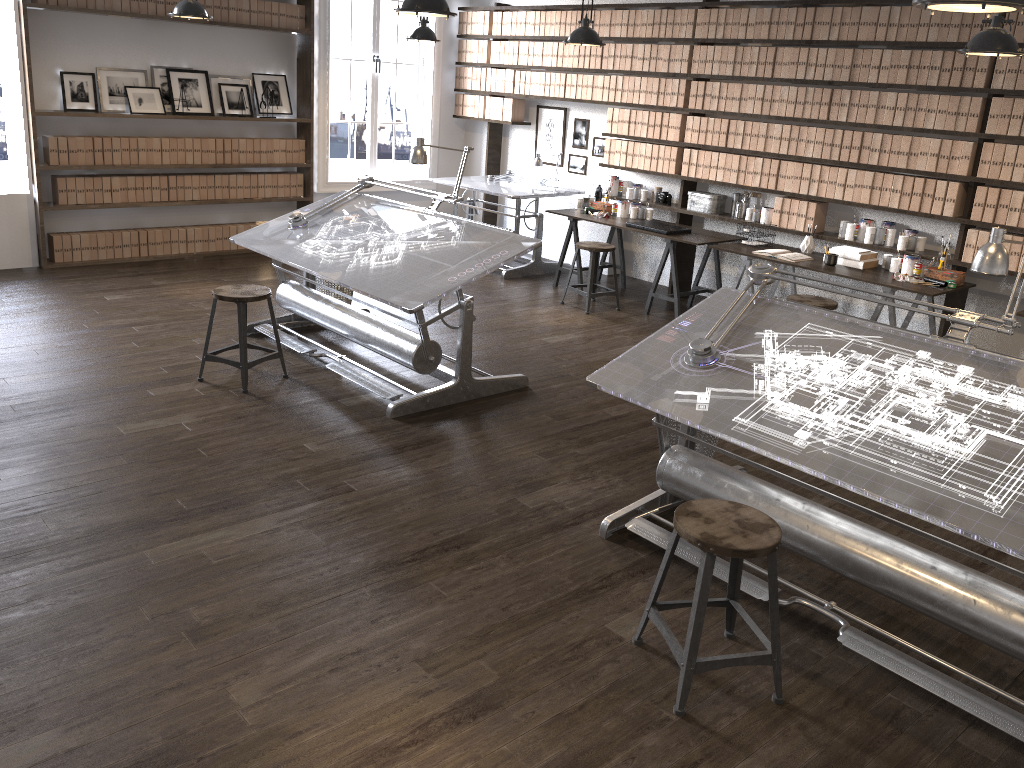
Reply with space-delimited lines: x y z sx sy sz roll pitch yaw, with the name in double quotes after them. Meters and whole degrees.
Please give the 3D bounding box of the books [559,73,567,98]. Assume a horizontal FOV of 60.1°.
0.538 -2.810 8.362 0.175 0.222 0.067 -11 23 -41 "books"

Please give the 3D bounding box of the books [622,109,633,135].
1.070 -2.314 7.845 0.175 0.222 0.067 -11 23 -41 "books"

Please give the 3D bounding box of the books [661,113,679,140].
1.358 -2.192 7.545 0.175 0.222 0.067 -11 23 -41 "books"

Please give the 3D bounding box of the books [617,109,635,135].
1.029 -2.335 7.896 0.175 0.222 0.067 -11 22 -41 "books"

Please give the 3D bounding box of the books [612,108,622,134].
0.986 -2.352 7.939 0.175 0.222 0.067 -11 22 -41 "books"

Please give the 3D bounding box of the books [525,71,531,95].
0.220 -2.952 8.710 0.175 0.222 0.067 -11 22 -41 "books"

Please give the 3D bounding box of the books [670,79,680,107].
1.416 -2.434 7.419 0.175 0.222 0.067 -11 22 -41 "books"

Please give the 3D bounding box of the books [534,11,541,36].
0.306 -3.450 8.498 0.175 0.222 0.067 -11 22 -41 "books"

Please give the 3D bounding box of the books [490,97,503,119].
-0.138 -2.844 9.146 0.175 0.222 0.067 -11 23 -41 "books"

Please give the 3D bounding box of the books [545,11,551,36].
0.402 -3.410 8.403 0.175 0.222 0.067 -11 23 -41 "books"

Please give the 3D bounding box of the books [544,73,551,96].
0.403 -2.869 8.505 0.175 0.222 0.067 -11 22 -41 "books"

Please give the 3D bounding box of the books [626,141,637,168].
1.106 -2.038 7.869 0.175 0.222 0.067 -11 22 -41 "books"

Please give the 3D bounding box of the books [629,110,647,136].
1.119 -2.296 7.801 0.175 0.222 0.067 -11 22 -41 "books"

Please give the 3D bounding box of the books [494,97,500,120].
-0.095 -2.826 9.102 0.175 0.222 0.067 -11 23 -41 "books"

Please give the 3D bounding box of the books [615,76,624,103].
1.007 -2.613 7.860 0.175 0.222 0.067 -11 22 -41 "books"

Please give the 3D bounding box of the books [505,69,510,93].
0.018 -3.046 8.923 0.175 0.222 0.067 -11 22 -41 "books"

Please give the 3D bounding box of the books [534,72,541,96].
0.310 -2.911 8.610 0.175 0.222 0.067 -11 23 -41 "books"

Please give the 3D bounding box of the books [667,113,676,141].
1.406 -2.169 7.490 0.175 0.222 0.067 -11 22 -41 "books"

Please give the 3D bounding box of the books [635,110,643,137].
1.165 -2.276 7.751 0.175 0.222 0.067 -11 22 -41 "books"

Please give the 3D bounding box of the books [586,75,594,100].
0.772 -2.708 8.110 0.175 0.222 0.067 -11 22 -41 "books"

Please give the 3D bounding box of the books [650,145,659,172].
1.290 -1.955 7.664 0.175 0.222 0.067 -11 22 -41 "books"

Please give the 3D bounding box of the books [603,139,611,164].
0.923 -2.115 8.058 0.175 0.222 0.067 -11 23 -41 "books"

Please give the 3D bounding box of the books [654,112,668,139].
1.305 -2.212 7.594 0.175 0.222 0.067 -11 22 -41 "books"

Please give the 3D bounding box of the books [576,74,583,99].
0.685 -2.749 8.212 0.175 0.222 0.067 -11 23 -41 "books"

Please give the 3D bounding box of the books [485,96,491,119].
-0.187 -2.865 9.196 0.175 0.222 0.067 -11 22 -41 "books"

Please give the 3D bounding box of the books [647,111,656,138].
1.260 -2.235 7.651 0.175 0.222 0.067 -11 23 -41 "books"

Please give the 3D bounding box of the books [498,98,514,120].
-0.055 -2.806 9.052 0.175 0.222 0.067 -11 22 -41 "books"

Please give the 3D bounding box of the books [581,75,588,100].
0.732 -2.728 8.161 0.175 0.222 0.067 -11 23 -41 "books"

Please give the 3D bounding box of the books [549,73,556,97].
0.448 -2.851 8.463 0.175 0.222 0.067 -11 23 -41 "books"

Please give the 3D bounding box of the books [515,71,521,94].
0.118 -2.995 8.816 0.175 0.222 0.067 -11 23 -41 "books"

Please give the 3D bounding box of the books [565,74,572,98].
0.591 -2.790 8.313 0.175 0.222 0.067 -11 22 -41 "books"

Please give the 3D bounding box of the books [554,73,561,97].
0.493 -2.833 8.418 0.175 0.222 0.067 -11 22 -41 "books"

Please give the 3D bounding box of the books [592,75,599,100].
0.819 -2.689 8.066 0.175 0.222 0.067 -11 23 -41 "books"

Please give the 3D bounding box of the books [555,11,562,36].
0.491 -3.368 8.298 0.175 0.222 0.067 -11 22 -41 "books"

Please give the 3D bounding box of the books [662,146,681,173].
1.380 -1.919 7.577 0.175 0.222 0.067 -11 22 -41 "books"

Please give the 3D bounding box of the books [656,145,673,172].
1.335 -1.937 7.622 0.175 0.222 0.067 -11 23 -41 "books"

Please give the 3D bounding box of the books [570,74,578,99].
0.635 -2.768 8.259 0.175 0.222 0.067 -11 22 -41 "books"

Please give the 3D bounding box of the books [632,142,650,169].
1.154 -2.018 7.821 0.175 0.222 0.067 -11 22 -41 "books"

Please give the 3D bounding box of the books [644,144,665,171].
1.242 -1.975 7.715 0.175 0.222 0.067 -11 23 -41 "books"

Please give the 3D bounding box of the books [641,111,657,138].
1.209 -2.254 7.698 0.175 0.222 0.067 -11 23 -41 "books"

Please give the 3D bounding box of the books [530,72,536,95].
0.267 -2.932 8.662 0.175 0.222 0.067 -11 22 -41 "books"

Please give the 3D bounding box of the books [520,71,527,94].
0.170 -2.971 8.757 0.175 0.222 0.067 -11 23 -41 "books"

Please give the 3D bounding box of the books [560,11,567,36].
0.539 -3.347 8.246 0.175 0.222 0.067 -11 23 -41 "books"

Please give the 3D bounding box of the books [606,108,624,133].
0.937 -2.373 7.989 0.175 0.222 0.067 -11 23 -41 "books"

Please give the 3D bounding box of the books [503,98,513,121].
-0.003 -2.787 9.007 0.175 0.222 0.067 -11 22 -41 "books"

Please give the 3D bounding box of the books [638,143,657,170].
1.197 -1.997 7.769 0.175 0.222 0.067 -11 23 -41 "books"

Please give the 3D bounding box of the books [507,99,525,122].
0.041 -2.767 8.957 0.175 0.222 0.067 -11 22 -41 "books"

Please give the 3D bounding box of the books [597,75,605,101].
0.859 -2.671 8.020 0.175 0.222 0.067 -11 23 -41 "books"

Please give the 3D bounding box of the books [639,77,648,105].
1.193 -2.532 7.660 0.175 0.222 0.067 -11 23 -41 "books"

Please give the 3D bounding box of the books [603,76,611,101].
0.906 -2.650 7.968 0.175 0.222 0.067 -11 22 -41 "books"

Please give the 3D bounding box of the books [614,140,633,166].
1.011 -2.078 7.969 0.175 0.222 0.067 -11 22 -41 "books"

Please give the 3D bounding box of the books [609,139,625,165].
0.970 -2.097 8.014 0.175 0.222 0.067 -11 22 -41 "books"

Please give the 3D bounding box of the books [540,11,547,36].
0.355 -3.430 8.451 0.175 0.222 0.067 -11 23 -41 "books"

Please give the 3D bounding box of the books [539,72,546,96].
0.355 -2.890 8.556 0.175 0.222 0.067 -11 23 -41 "books"

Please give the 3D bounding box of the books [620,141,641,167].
1.057 -2.057 7.916 0.175 0.222 0.067 -11 23 -41 "books"
